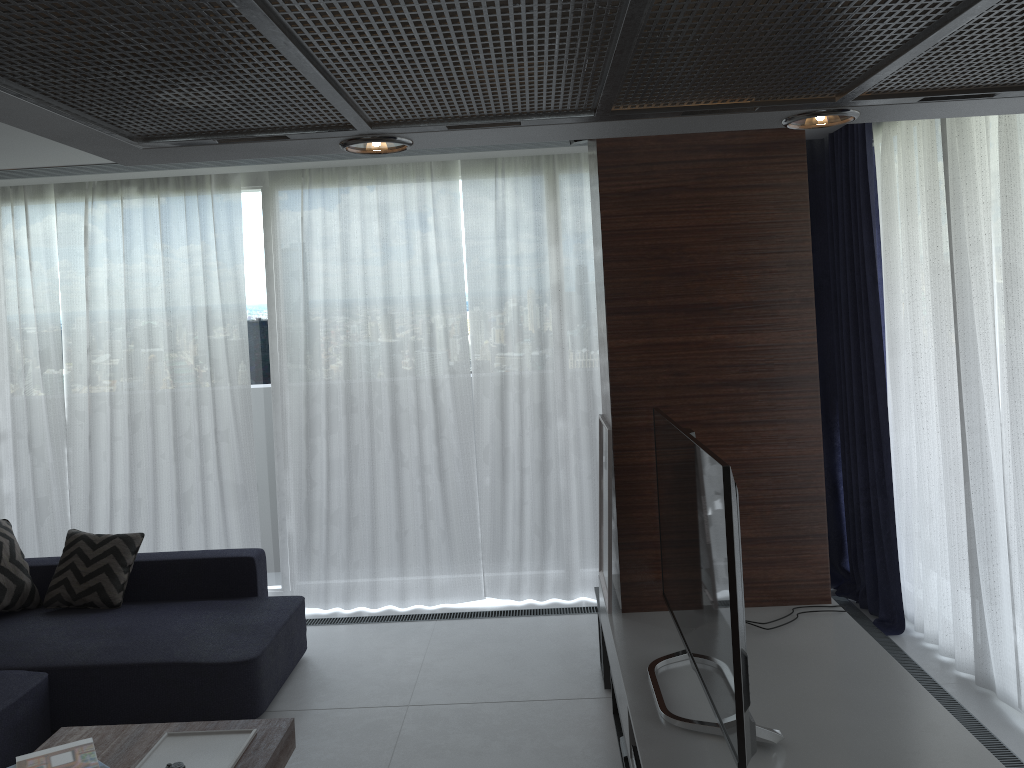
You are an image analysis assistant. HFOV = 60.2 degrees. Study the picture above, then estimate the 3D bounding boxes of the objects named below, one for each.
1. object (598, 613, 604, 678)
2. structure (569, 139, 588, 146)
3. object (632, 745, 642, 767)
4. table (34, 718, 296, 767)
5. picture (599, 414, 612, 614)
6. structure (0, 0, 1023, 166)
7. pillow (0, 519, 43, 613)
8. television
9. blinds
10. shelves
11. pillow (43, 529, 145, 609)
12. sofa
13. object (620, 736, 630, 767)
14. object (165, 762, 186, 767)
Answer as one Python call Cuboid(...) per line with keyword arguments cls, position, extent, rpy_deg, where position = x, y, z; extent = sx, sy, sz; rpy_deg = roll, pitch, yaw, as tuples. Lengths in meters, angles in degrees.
Cuboid(cls="object", position=(0.528, 1.176, 3.983), extent=(0.254, 0.251, 0.213), rpy_deg=(-3, 2, 2))
Cuboid(cls="structure", position=(0.304, -1.147, 3.961), extent=(0.114, 0.142, 0.084), rpy_deg=(-3, 1, -8))
Cuboid(cls="object", position=(0.512, 1.095, 2.375), extent=(0.335, 0.053, 0.431), rpy_deg=(-3, 5, 2))
Cuboid(cls="table", position=(-1.140, 1.346, 2.598), extent=(0.805, 0.352, 0.803), rpy_deg=(-3, 4, 2))
Cuboid(cls="picture", position=(0.380, 0.503, 3.611), extent=(0.053, 0.700, 0.501), rpy_deg=(-3, 1, 2))
Cuboid(cls="structure", position=(0.197, -0.552, 0.448), extent=(1.043, 0.760, 0.447), rpy_deg=(-3, 1, 2))
Cuboid(cls="pillow", position=(-2.658, 0.980, 4.304), extent=(0.355, 0.518, 0.600), rpy_deg=(-2, 3, 32))
Cuboid(cls="television", position=(0.553, 0.530, 2.654), extent=(0.297, 0.785, 1.234), rpy_deg=(-3, 3, 2))
Cuboid(cls="blinds", position=(-1.538, 0.168, 2.470), extent=(7.131, 2.770, 5.818), rpy_deg=(-3, 4, 5))
Cuboid(cls="shelves", position=(0.805, 1.124, 3.104), extent=(0.872, 0.498, 2.357), rpy_deg=(-3, 4, 2))
Cuboid(cls="pillow", position=(-2.106, 0.929, 4.446), extent=(0.414, 0.344, 0.287), rpy_deg=(-3, 2, 7))
Cuboid(cls="sofa", position=(-2.019, 1.212, 3.256), extent=(1.898, 0.607, 2.882), rpy_deg=(-3, 4, 2))
Cuboid(cls="object", position=(0.526, 1.245, 2.905), extent=(0.313, 0.067, 0.315), rpy_deg=(-3, 4, 2))
Cuboid(cls="object", position=(-1.020, 1.152, 2.613), extent=(0.070, 0.036, 0.113), rpy_deg=(-2, 4, 15))
